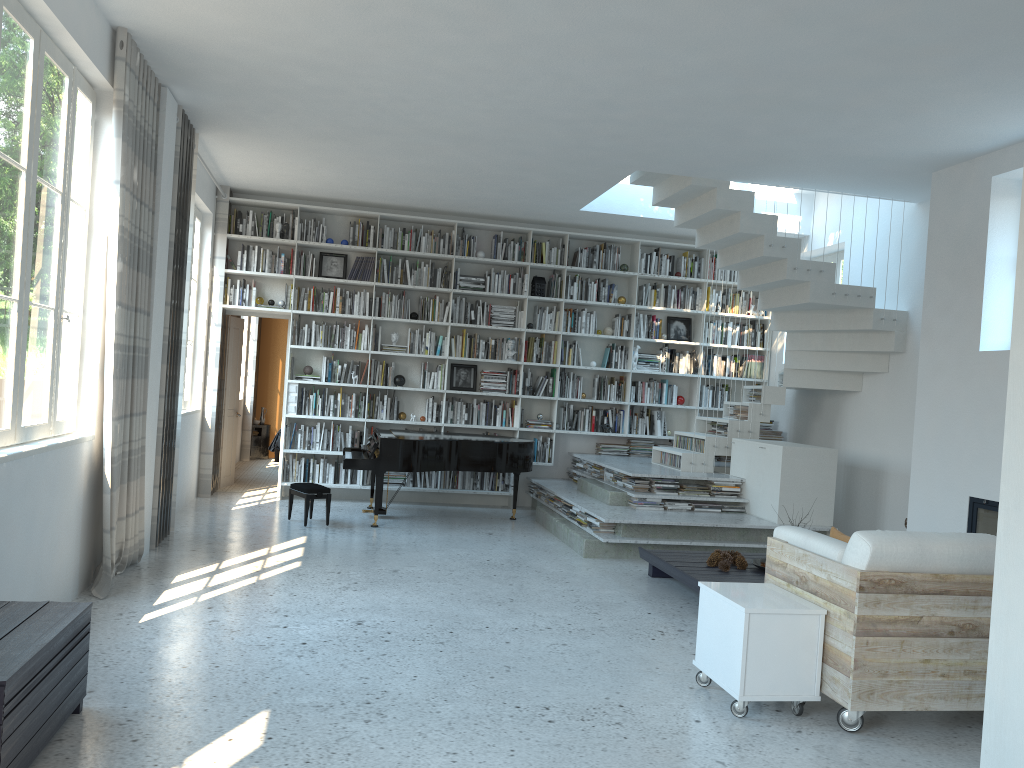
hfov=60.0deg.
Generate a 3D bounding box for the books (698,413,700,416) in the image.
[{"bbox_3d":[2.159,0.484,10.368,0.011,0.293,0.144,4,0,-11],"label":"books"}]

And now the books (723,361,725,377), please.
[{"bbox_3d":[2.475,-0.175,10.493,0.030,0.184,0.137,4,0,-11],"label":"books"}]

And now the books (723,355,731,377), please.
[{"bbox_3d":[2.528,-0.209,10.496,0.029,0.259,0.171,4,0,-11],"label":"books"}]

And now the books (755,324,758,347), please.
[{"bbox_3d":[2.874,-0.566,10.558,0.013,0.283,0.149,4,0,-11],"label":"books"}]

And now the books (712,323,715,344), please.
[{"bbox_3d":[2.339,-0.590,10.442,0.026,0.256,0.173,4,0,-11],"label":"books"}]

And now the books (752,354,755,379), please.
[{"bbox_3d":[2.829,-0.206,10.545,0.018,0.293,0.169,4,0,-11],"label":"books"}]

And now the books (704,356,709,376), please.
[{"bbox_3d":[2.270,-0.215,10.460,0.066,0.236,0.144,4,0,-11],"label":"books"}]

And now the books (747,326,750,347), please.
[{"bbox_3d":[2.774,-0.570,10.526,0.013,0.277,0.188,4,0,-11],"label":"books"}]

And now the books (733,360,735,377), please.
[{"bbox_3d":[2.604,-0.177,10.526,0.014,0.207,0.138,4,0,-11],"label":"books"}]

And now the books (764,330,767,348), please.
[{"bbox_3d":[2.978,-0.527,10.568,0.021,0.219,0.184,4,0,-11],"label":"books"}]

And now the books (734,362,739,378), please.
[{"bbox_3d":[2.630,-0.163,10.490,0.024,0.181,0.191,4,0,-11],"label":"books"}]

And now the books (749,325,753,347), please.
[{"bbox_3d":[2.795,-0.564,10.527,0.028,0.268,0.173,4,0,-11],"label":"books"}]

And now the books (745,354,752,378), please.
[{"bbox_3d":[2.788,-0.208,10.537,0.033,0.294,0.169,4,0,-11],"label":"books"}]

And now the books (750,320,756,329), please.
[{"bbox_3d":[2.861,-0.591,10.563,0.013,0.330,0.140,4,0,-11],"label":"books"}]

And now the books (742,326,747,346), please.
[{"bbox_3d":[2.740,-0.560,10.532,0.025,0.252,0.160,4,0,-11],"label":"books"}]

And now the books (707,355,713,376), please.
[{"bbox_3d":[2.319,-0.215,10.442,0.022,0.243,0.170,4,0,-11],"label":"books"}]

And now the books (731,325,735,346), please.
[{"bbox_3d":[2.594,-0.571,10.509,0.012,0.254,0.161,4,0,-11],"label":"books"}]

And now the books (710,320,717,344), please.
[{"bbox_3d":[2.362,-0.603,10.432,0.014,0.285,0.185,4,0,-11],"label":"books"}]

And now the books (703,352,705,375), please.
[{"bbox_3d":[2.234,-0.239,10.453,0.010,0.279,0.147,4,0,-11],"label":"books"}]

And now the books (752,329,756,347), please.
[{"bbox_3d":[2.842,-0.537,10.545,0.025,0.220,0.177,4,0,-11],"label":"books"}]

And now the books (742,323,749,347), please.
[{"bbox_3d":[2.761,-0.574,10.527,0.012,0.283,0.151,4,0,-11],"label":"books"}]

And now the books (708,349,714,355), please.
[{"bbox_3d":[2.335,-0.253,10.463,0.012,0.322,0.141,4,0,-11],"label":"books"}]

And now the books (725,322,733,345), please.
[{"bbox_3d":[2.549,-0.589,10.485,0.030,0.284,0.166,4,0,-11],"label":"books"}]

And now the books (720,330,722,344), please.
[{"bbox_3d":[2.433,-0.545,10.476,0.027,0.179,0.157,4,0,-11],"label":"books"}]

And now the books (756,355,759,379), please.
[{"bbox_3d":[2.883,-0.202,10.556,0.018,0.293,0.169,4,0,-11],"label":"books"}]

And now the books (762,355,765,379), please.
[{"bbox_3d":[2.954,-0.197,10.569,0.018,0.293,0.169,4,0,-11],"label":"books"}]

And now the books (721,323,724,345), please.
[{"bbox_3d":[2.458,-0.583,10.466,0.013,0.260,0.158,4,0,-11],"label":"books"}]

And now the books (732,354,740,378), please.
[{"bbox_3d":[2.652,-0.210,10.521,0.026,0.278,0.170,4,0,-11],"label":"books"}]

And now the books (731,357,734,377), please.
[{"bbox_3d":[2.587,-0.199,10.519,0.025,0.249,0.133,4,0,-11],"label":"books"}]

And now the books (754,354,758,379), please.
[{"bbox_3d":[2.866,-0.203,10.548,0.018,0.293,0.169,4,0,-11],"label":"books"}]

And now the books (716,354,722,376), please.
[{"bbox_3d":[2.417,-0.218,10.459,0.056,0.261,0.176,4,0,-11],"label":"books"}]

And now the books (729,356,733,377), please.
[{"bbox_3d":[2.569,-0.203,10.512,0.012,0.254,0.161,4,0,-11],"label":"books"}]

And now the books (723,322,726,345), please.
[{"bbox_3d":[2.475,-0.587,10.478,0.025,0.271,0.152,4,0,-11],"label":"books"}]

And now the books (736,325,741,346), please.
[{"bbox_3d":[2.658,-0.569,10.507,0.023,0.258,0.184,4,0,-11],"label":"books"}]

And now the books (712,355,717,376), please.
[{"bbox_3d":[2.355,-0.214,10.448,0.026,0.245,0.180,4,0,-11],"label":"books"}]

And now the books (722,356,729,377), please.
[{"bbox_3d":[2.505,-0.204,10.481,0.022,0.247,0.181,4,0,-11],"label":"books"}]

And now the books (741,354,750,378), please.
[{"bbox_3d":[2.751,-0.209,10.530,0.072,0.291,0.169,4,0,-11],"label":"books"}]

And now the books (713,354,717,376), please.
[{"bbox_3d":[2.377,-0.222,10.464,0.022,0.265,0.157,4,0,-11],"label":"books"}]

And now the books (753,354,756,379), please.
[{"bbox_3d":[2.847,-0.205,10.549,0.018,0.293,0.169,4,0,-11],"label":"books"}]

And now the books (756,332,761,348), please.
[{"bbox_3d":[2.894,-0.521,10.546,0.029,0.195,0.192,4,0,-11],"label":"books"}]

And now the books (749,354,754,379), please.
[{"bbox_3d":[2.814,-0.207,10.528,0.018,0.293,0.169,4,0,-11],"label":"books"}]

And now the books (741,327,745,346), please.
[{"bbox_3d":[2.711,-0.554,10.538,0.028,0.237,0.145,4,0,-11],"label":"books"}]

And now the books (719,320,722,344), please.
[{"bbox_3d":[2.421,-0.602,10.458,0.012,0.293,0.165,4,0,-11],"label":"books"}]

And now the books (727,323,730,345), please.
[{"bbox_3d":[2.524,-0.580,10.475,0.022,0.263,0.172,4,0,-11],"label":"books"}]

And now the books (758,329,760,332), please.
[{"bbox_3d":[2.915,-0.537,10.585,0.024,0.230,0.131,4,0,-11],"label":"books"}]

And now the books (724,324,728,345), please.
[{"bbox_3d":[2.501,-0.580,10.473,0.024,0.259,0.156,4,0,-11],"label":"books"}]

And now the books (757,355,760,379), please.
[{"bbox_3d":[2.902,-0.201,10.554,0.018,0.293,0.169,4,0,-11],"label":"books"}]

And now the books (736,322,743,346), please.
[{"bbox_3d":[2.688,-0.583,10.532,0.024,0.292,0.132,4,0,-11],"label":"books"}]

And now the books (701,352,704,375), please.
[{"bbox_3d":[2.202,-0.240,10.422,0.025,0.277,0.160,4,0,-11],"label":"books"}]

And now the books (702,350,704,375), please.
[{"bbox_3d":[2.217,-0.247,10.440,0.010,0.293,0.164,4,0,-11],"label":"books"}]

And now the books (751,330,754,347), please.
[{"bbox_3d":[2.819,-0.534,10.531,0.025,0.211,0.188,4,0,-11],"label":"books"}]

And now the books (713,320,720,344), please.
[{"bbox_3d":[2.402,-0.606,10.466,0.022,0.297,0.162,4,0,-11],"label":"books"}]

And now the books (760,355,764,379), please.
[{"bbox_3d":[2.938,-0.198,10.556,0.018,0.293,0.169,4,0,-11],"label":"books"}]

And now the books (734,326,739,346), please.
[{"bbox_3d":[2.626,-0.564,10.494,0.045,0.245,0.177,4,0,-11],"label":"books"}]

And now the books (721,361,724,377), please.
[{"bbox_3d":[2.453,-0.179,10.467,0.023,0.189,0.169,4,0,-11],"label":"books"}]

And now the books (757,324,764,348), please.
[{"bbox_3d":[2.950,-0.566,10.561,0.042,0.292,0.186,4,0,-11],"label":"books"}]

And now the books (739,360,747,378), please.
[{"bbox_3d":[2.709,-0.172,10.521,0.088,0.217,0.167,4,0,-11],"label":"books"}]

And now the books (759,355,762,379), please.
[{"bbox_3d":[2.918,-0.200,10.562,0.018,0.293,0.169,4,0,-11],"label":"books"}]
